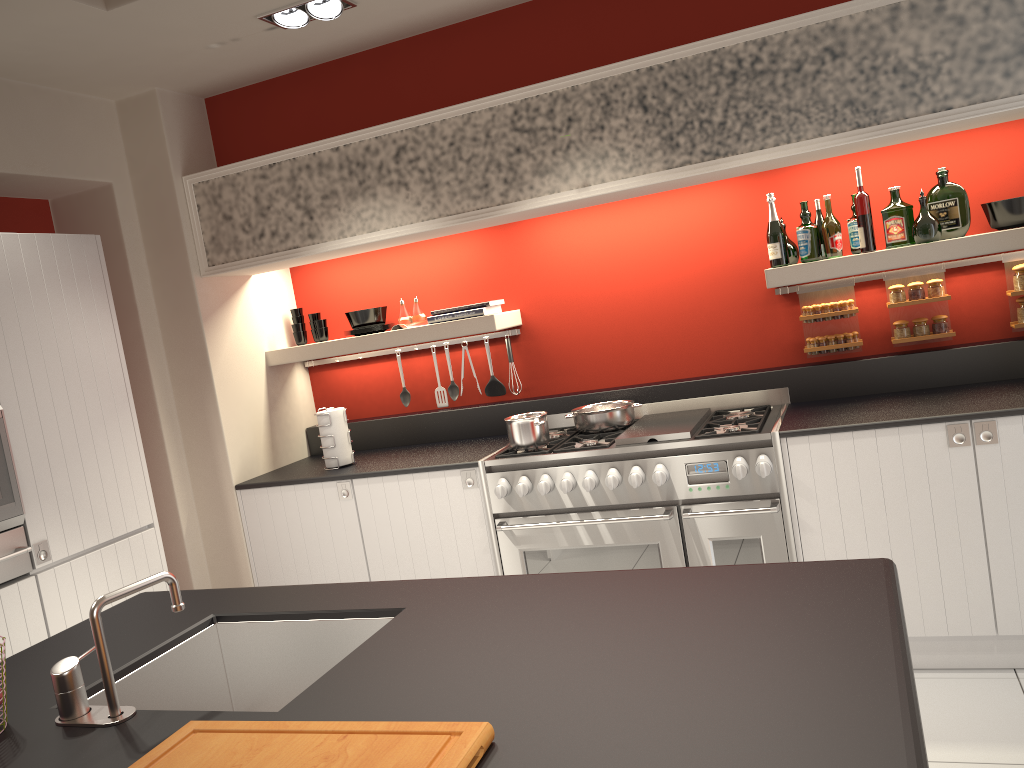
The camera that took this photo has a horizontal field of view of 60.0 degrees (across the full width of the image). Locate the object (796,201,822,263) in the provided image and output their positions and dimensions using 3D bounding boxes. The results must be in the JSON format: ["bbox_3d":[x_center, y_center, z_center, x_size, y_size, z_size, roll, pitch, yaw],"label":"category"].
[{"bbox_3d":[1.290,-0.664,3.867,0.094,0.264,0.094,-9,5,10],"label":"object"}]

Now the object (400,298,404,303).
[{"bbox_3d":[-0.582,-0.438,4.686,0.023,0.031,0.024,-12,5,-27],"label":"object"}]

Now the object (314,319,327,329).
[{"bbox_3d":[-1.046,-0.313,4.861,0.070,0.076,0.070,-10,5,-7],"label":"object"}]

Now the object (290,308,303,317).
[{"bbox_3d":[-1.217,-0.389,5.028,0.070,0.076,0.070,-10,5,-7],"label":"object"}]

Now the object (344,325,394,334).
[{"bbox_3d":[-0.778,-0.291,4.848,0.280,0.016,0.280,-8,5,21],"label":"object"}]

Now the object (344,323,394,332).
[{"bbox_3d":[-0.779,-0.302,4.847,0.280,0.016,0.280,-8,5,21],"label":"object"}]

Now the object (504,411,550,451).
[{"bbox_3d":[0.075,0.219,4.082,0.201,0.148,0.201,-8,5,14],"label":"object"}]

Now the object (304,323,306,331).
[{"bbox_3d":[-1.202,-0.303,5.036,0.070,0.076,0.070,-10,5,-7],"label":"object"}]

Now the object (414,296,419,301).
[{"bbox_3d":[-0.513,-0.453,4.744,0.026,0.032,0.023,-9,5,4],"label":"object"}]

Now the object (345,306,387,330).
[{"bbox_3d":[-0.788,-0.353,4.843,0.233,0.108,0.232,-12,6,-27],"label":"object"}]

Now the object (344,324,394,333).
[{"bbox_3d":[-0.779,-0.297,4.848,0.280,0.016,0.280,-8,5,21],"label":"object"}]

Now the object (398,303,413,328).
[{"bbox_3d":[-0.569,-0.364,4.692,0.076,0.131,0.076,-12,5,-26],"label":"object"}]

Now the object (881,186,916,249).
[{"bbox_3d":[1.672,-0.723,3.841,0.071,0.260,0.112,-13,6,-39],"label":"object"}]

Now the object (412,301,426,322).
[{"bbox_3d":[-0.503,-0.380,4.750,0.077,0.134,0.076,-9,5,5],"label":"object"}]

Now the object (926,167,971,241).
[{"bbox_3d":[1.849,-0.769,3.778,0.057,0.303,0.186,-13,6,-39],"label":"object"}]

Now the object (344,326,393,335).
[{"bbox_3d":[-0.777,-0.286,4.848,0.280,0.016,0.280,-8,5,21],"label":"object"}]

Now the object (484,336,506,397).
[{"bbox_3d":[-0.108,-0.093,4.770,0.123,0.330,0.040,-8,5,21],"label":"object"}]

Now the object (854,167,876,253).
[{"bbox_3d":[1.519,-0.751,3.841,0.062,0.365,0.210,-8,5,21],"label":"object"}]

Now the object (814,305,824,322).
[{"bbox_3d":[1.406,-0.325,4.065,0.034,0.078,0.034,-5,6,42],"label":"object"}]

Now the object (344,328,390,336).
[{"bbox_3d":[-0.776,-0.281,4.849,0.280,0.016,0.280,-8,5,21],"label":"object"}]

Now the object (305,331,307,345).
[{"bbox_3d":[-1.195,-0.259,5.039,0.070,0.076,0.070,-10,5,-7],"label":"object"}]

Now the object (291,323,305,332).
[{"bbox_3d":[-1.167,-0.292,4.855,0.070,0.076,0.070,-10,5,-7],"label":"object"}]

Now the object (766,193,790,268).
[{"bbox_3d":[1.168,-0.683,3.934,0.083,0.331,0.083,-10,5,-7],"label":"object"}]

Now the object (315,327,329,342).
[{"bbox_3d":[-1.038,-0.270,4.864,0.070,0.076,0.070,-10,5,-7],"label":"object"}]

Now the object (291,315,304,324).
[{"bbox_3d":[-1.209,-0.346,5.032,0.070,0.076,0.070,-10,5,-7],"label":"object"}]

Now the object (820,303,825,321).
[{"bbox_3d":[1.439,-0.333,4.093,0.034,0.078,0.034,-5,6,42],"label":"object"}]

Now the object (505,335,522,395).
[{"bbox_3d":[-0.001,-0.100,4.710,0.069,0.328,0.069,-10,5,-1],"label":"object"}]

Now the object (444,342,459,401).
[{"bbox_3d":[-0.335,-0.067,4.838,0.067,0.323,0.022,-8,5,20],"label":"object"}]

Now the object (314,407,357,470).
[{"bbox_3d":[-0.904,0.270,4.519,0.168,0.304,0.163,-13,6,-39],"label":"object"}]

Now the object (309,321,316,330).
[{"bbox_3d":[-1.100,-0.316,4.995,0.070,0.076,0.070,-10,5,-7],"label":"object"}]

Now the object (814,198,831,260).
[{"bbox_3d":[1.404,-0.704,4.028,0.083,0.277,0.084,-7,5,25],"label":"object"}]

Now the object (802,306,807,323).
[{"bbox_3d":[1.367,-0.324,4.121,0.034,0.078,0.034,-5,6,42],"label":"object"}]

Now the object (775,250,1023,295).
[{"bbox_3d":[1.877,-0.519,3.966,1.354,0.034,0.048,-7,5,21],"label":"object"}]

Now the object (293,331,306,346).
[{"bbox_3d":[-1.160,-0.249,4.859,0.070,0.076,0.070,-10,5,-7],"label":"object"}]

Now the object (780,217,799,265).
[{"bbox_3d":[1.260,-0.661,4.101,0.113,0.226,0.113,-12,5,-27],"label":"object"}]

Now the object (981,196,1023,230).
[{"bbox_3d":[2.103,-0.713,3.700,0.251,0.121,0.251,-9,5,4],"label":"object"}]

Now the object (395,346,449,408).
[{"bbox_3d":[-0.509,-0.030,4.907,0.287,0.351,0.022,-7,5,23],"label":"object"}]

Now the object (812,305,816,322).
[{"bbox_3d":[1.403,-0.328,4.107,0.034,0.078,0.034,-5,6,42],"label":"object"}]

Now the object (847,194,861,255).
[{"bbox_3d":[1.541,-0.711,3.940,0.094,0.262,0.094,-11,5,-12],"label":"object"}]

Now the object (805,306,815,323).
[{"bbox_3d":[1.370,-0.320,4.079,0.034,0.078,0.034,-5,6,42],"label":"object"}]

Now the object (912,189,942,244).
[{"bbox_3d":[1.718,-0.701,3.691,0.113,0.226,0.113,-6,6,33],"label":"object"}]

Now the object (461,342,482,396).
[{"bbox_3d":[-0.244,-0.083,4.804,0.124,0.296,0.009,-8,5,21],"label":"object"}]

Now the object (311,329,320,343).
[{"bbox_3d":[-1.092,-0.273,4.999,0.070,0.076,0.070,-10,5,-7],"label":"object"}]

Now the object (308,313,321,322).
[{"bbox_3d":[-1.107,-0.359,4.991,0.070,0.076,0.070,-10,5,-7],"label":"object"}]

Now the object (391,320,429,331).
[{"bbox_3d":[-0.527,-0.316,4.725,0.183,0.027,0.160,-14,7,-40],"label":"object"}]

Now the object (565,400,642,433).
[{"bbox_3d":[0.445,0.158,4.283,0.309,0.104,0.309,-14,7,-41],"label":"object"}]

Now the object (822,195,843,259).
[{"bbox_3d":[1.414,-0.699,3.930,0.080,0.278,0.080,-7,5,25],"label":"object"}]
